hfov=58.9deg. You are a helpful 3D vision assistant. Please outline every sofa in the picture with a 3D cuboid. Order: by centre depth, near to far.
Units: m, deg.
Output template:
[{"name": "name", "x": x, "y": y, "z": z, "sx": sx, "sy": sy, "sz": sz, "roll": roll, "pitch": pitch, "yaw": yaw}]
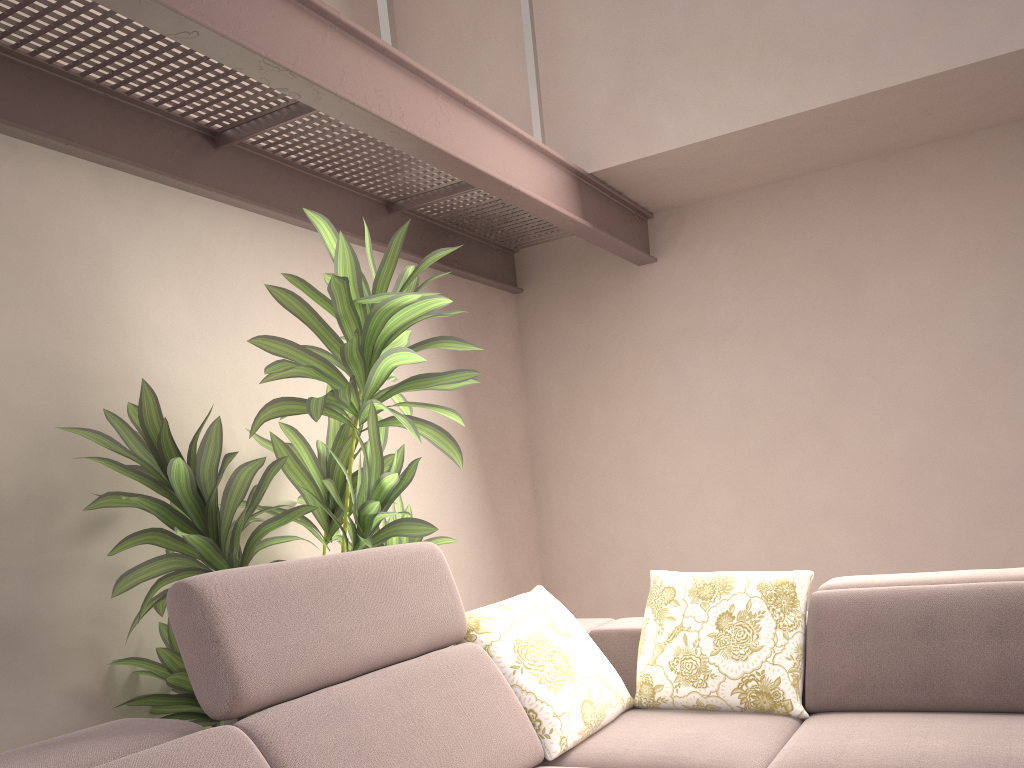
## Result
[{"name": "sofa", "x": 0.321, "y": 0.709, "z": 1.452, "sx": 2.159, "sy": 0.957, "sz": 3.137, "roll": -9, "pitch": -7, "yaw": 28}]

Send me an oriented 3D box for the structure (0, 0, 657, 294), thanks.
[{"name": "structure", "x": -0.046, "y": -0.528, "z": 0.498, "sx": 3.775, "sy": 3.260, "sz": 7.152, "roll": -6, "pitch": -5, "yaw": 29}]
